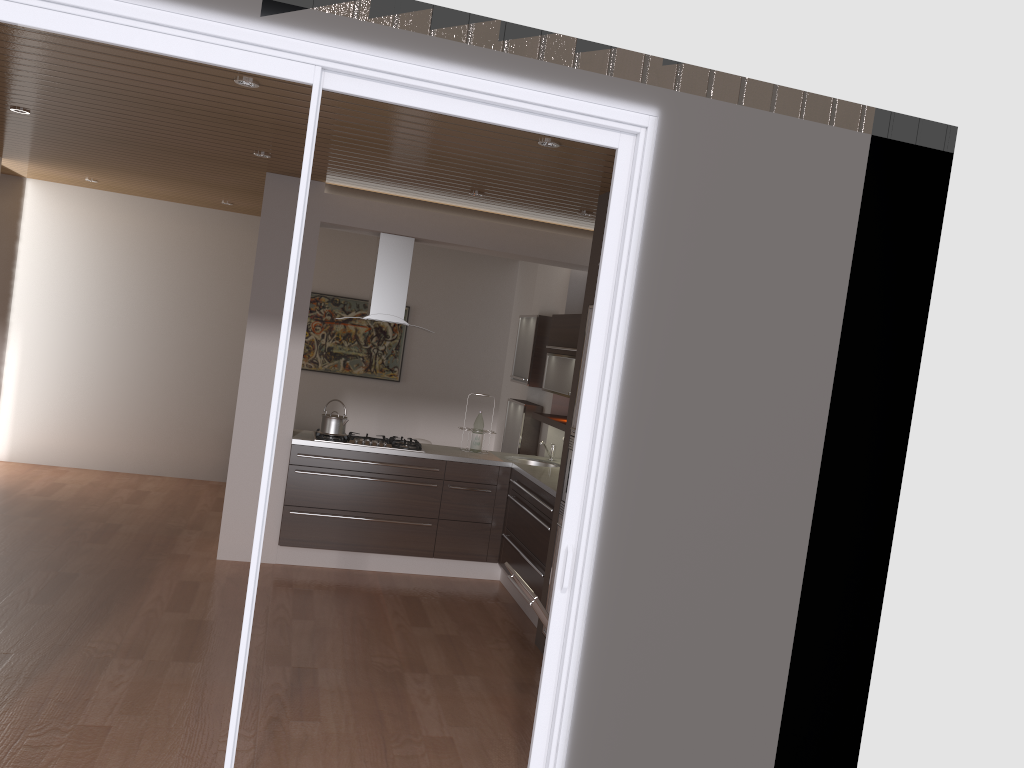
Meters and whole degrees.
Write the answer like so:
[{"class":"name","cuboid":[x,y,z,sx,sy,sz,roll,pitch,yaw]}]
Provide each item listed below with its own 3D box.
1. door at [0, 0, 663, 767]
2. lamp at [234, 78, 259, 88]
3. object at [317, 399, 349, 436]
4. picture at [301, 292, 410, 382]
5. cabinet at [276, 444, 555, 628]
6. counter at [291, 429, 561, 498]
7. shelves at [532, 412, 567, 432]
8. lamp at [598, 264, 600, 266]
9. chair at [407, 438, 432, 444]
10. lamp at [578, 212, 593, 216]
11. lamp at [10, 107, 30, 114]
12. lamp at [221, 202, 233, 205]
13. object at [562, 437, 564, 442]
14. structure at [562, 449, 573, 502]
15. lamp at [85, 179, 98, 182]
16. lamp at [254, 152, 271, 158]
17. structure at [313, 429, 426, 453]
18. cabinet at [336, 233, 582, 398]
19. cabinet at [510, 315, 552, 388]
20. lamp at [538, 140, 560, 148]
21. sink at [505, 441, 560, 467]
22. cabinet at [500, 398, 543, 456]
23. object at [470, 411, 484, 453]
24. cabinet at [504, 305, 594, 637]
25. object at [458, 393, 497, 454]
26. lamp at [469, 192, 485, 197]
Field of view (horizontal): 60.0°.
[{"class":"door","cuboid":[-0.783,0.160,2.898,2.300,2.700,0.101,7,2,-14]},{"class":"lamp","cuboid":[-1.125,-1.303,3.771,0.102,0.055,0.102,7,3,-31]},{"class":"object","cuboid":[-1.278,0.235,6.383,0.221,0.251,0.221,7,2,-21]},{"class":"picture","cuboid":[-1.738,-0.494,9.144,1.277,0.801,0.018,7,2,-14]},{"class":"cabinet","cuboid":[-0.477,1.006,6.100,2.150,0.870,1.850,7,2,-14]},{"class":"counter","cuboid":[-0.414,0.558,6.083,2.150,0.036,1.850,7,2,-14]},{"class":"shelves","cuboid":[0.530,0.334,6.296,0.313,0.050,1.850,7,2,-14]},{"class":"lamp","cuboid":[0.618,-0.577,4.246,0.139,0.033,1.020,7,2,-14]},{"class":"chair","cuboid":[-1.029,0.884,7.571,0.608,0.847,0.491,6,3,-44]},{"class":"lamp","cuboid":[0.493,-1.158,5.925,0.102,0.055,0.102,9,2,14]},{"class":"lamp","cuboid":[-2.822,-1.592,5.092,0.102,0.055,0.102,6,3,-42]},{"class":"lamp","cuboid":[-2.608,-1.677,8.127,0.102,0.055,0.102,7,3,-31]},{"class":"object","cuboid":[0.435,0.475,6.901,0.053,0.119,0.165,7,2,-14]},{"class":"structure","cuboid":[0.375,0.548,4.902,0.049,0.301,0.569,7,2,-14]},{"class":"lamp","cuboid":[-3.719,-1.823,7.847,0.102,0.055,0.102,7,3,-31]},{"class":"lamp","cuboid":[-1.523,-1.422,5.419,0.102,0.055,0.102,7,3,-31]},{"class":"structure","cuboid":[-1.062,0.408,6.567,0.797,0.047,0.494,7,2,-14]},{"class":"cabinet","cuboid":[-0.183,-0.499,6.118,2.058,1.032,1.399,8,2,-10]},{"class":"cabinet","cuboid":[0.110,-0.296,7.624,0.172,0.600,0.619,7,2,-28]},{"class":"lamp","cuboid":[0.174,-1.133,4.098,0.102,0.055,0.102,7,3,-31]},{"class":"sink","cuboid":[0.155,0.611,6.812,0.450,0.347,0.494,8,2,-8]},{"class":"cabinet","cuboid":[0.059,0.452,7.684,0.194,0.600,0.598,7,2,-14]},{"class":"object","cuboid":[-0.263,0.368,6.865,0.091,0.319,0.091,9,2,21]},{"class":"cabinet","cuboid":[0.594,0.578,4.343,1.047,1.948,1.796,7,2,-14]},{"class":"object","cuboid":[-0.263,0.301,6.915,0.291,0.453,0.210,8,2,-9]},{"class":"lamp","cuboid":[-0.224,-1.252,5.745,0.102,0.055,0.102,6,3,-42]}]
